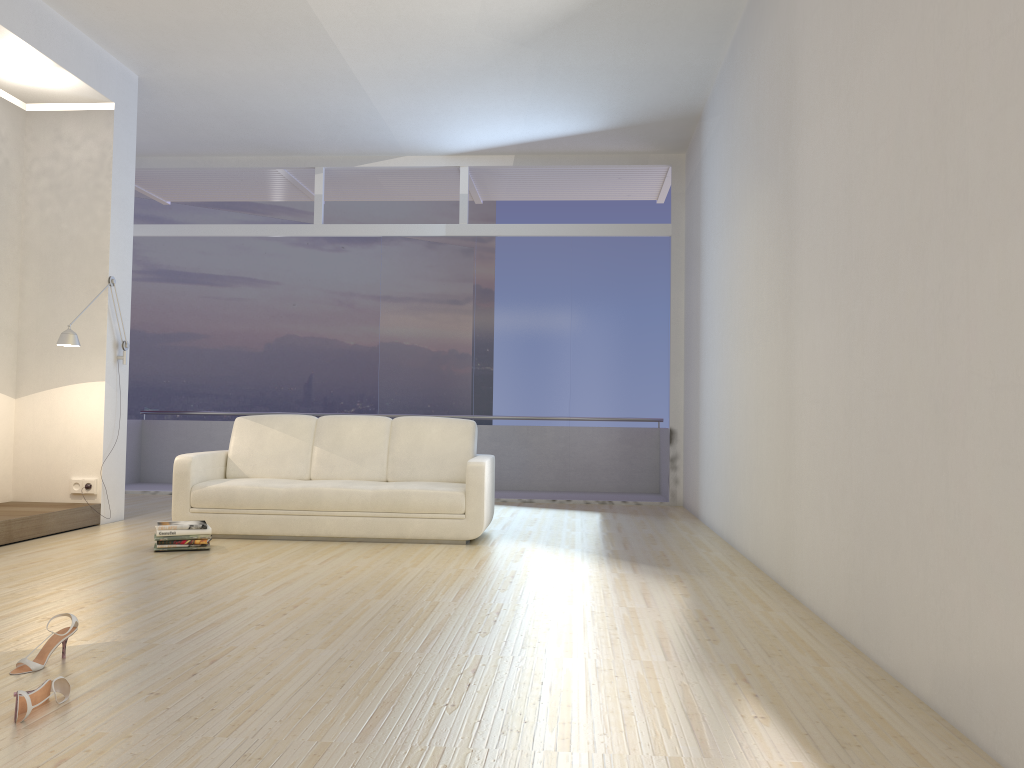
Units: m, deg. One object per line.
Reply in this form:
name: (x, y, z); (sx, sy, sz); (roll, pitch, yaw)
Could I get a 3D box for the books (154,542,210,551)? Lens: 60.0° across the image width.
books: (-2.077, 1.022, 5.587); (0.328, 0.018, 0.247); (2, -2, -20)

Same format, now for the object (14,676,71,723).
object: (-1.372, 0.888, 2.513); (0.121, 0.091, 0.287); (1, -2, 3)

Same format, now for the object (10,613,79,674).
object: (-1.571, 0.867, 2.983); (0.089, 0.149, 0.265); (0, -2, 17)

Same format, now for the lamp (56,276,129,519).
lamp: (-3.106, 0.095, 6.504); (0.204, 1.841, 0.891); (1, -2, 0)

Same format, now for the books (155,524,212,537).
books: (-2.076, 0.922, 5.591); (0.319, 0.038, 0.247); (2, -3, -25)

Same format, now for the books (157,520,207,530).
books: (-2.081, 0.891, 5.590); (0.287, 0.025, 0.247); (2, -2, -22)

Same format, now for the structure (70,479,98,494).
structure: (-3.243, 0.775, 6.708); (0.206, 0.114, 0.028); (1, -2, 4)

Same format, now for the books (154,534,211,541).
books: (-2.076, 0.955, 5.590); (0.328, 0.027, 0.247); (2, -2, -20)

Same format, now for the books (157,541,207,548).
books: (-2.082, 1.003, 5.586); (0.287, 0.018, 0.247); (2, -2, -22)

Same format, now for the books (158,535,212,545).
books: (-2.058, 0.983, 5.593); (0.287, 0.025, 0.247); (1, -2, -11)

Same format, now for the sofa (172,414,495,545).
sofa: (-1.224, 0.657, 6.466); (2.166, 0.862, 0.941); (1, -2, 4)

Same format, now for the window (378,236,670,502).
window: (0.104, -0.178, 9.134); (2.988, 2.706, 0.012); (1, -2, 4)
